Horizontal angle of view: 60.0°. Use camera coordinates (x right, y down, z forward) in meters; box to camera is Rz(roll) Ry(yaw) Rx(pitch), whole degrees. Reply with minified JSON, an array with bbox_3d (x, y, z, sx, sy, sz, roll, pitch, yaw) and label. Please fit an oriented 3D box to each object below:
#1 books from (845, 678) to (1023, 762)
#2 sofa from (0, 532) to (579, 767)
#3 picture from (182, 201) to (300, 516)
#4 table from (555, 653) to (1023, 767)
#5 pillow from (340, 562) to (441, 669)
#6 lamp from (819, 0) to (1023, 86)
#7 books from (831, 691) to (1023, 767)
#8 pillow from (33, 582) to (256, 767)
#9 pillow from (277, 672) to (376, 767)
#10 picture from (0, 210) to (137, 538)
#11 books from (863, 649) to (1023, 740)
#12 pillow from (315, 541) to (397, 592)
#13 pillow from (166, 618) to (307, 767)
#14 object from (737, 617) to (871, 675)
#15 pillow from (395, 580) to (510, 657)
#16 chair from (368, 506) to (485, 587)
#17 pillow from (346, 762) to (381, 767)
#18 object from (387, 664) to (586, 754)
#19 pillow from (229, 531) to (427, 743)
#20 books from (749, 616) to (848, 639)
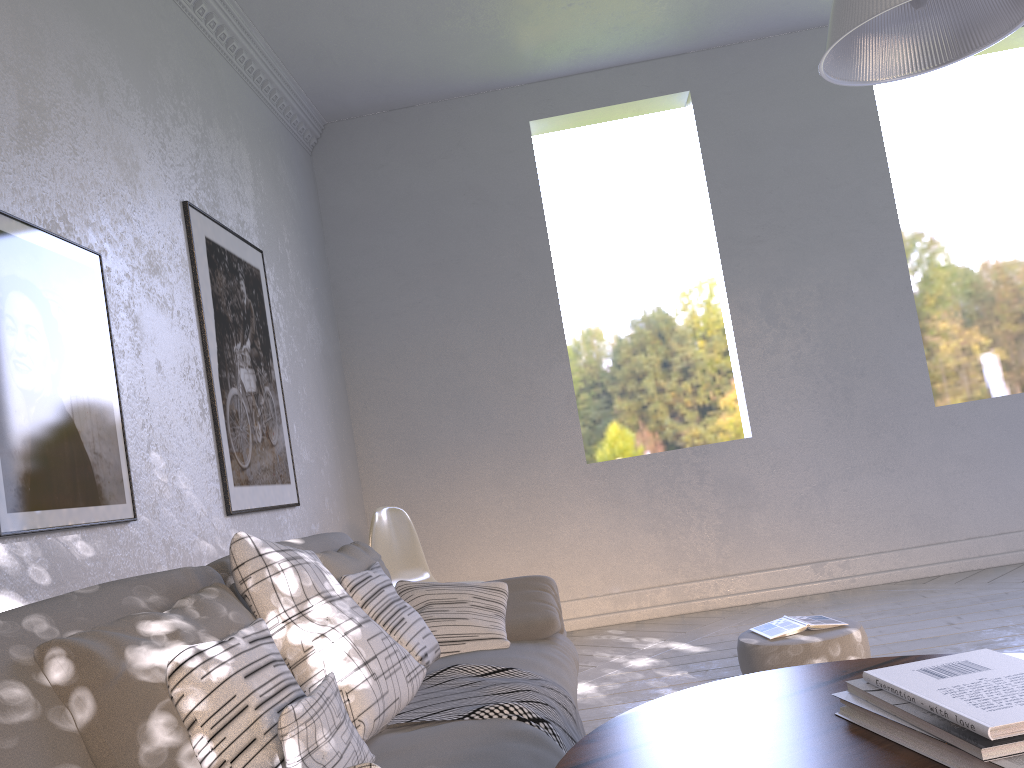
[{"bbox_3d":[0.422,0.291,0.809,0.135,0.010,0.241,-9,-6,-5],"label":"books"},{"bbox_3d":[-0.281,0.612,1.550,0.765,0.680,1.871,-10,-6,4],"label":"sofa"},{"bbox_3d":[-0.883,-0.053,2.948,0.019,0.954,0.630,-10,-4,4],"label":"picture"},{"bbox_3d":[0.443,0.520,0.676,0.736,0.430,0.955,-7,-6,-26],"label":"table"},{"bbox_3d":[-0.255,0.523,1.944,0.154,0.256,0.314,-10,-5,3],"label":"pillow"},{"bbox_3d":[0.665,-0.881,1.542,0.355,0.581,0.356,-12,-5,31],"label":"lamp"},{"bbox_3d":[0.428,0.305,0.800,0.148,0.021,0.280,-8,-6,-10],"label":"books"},{"bbox_3d":[-0.414,0.442,1.192,0.151,0.312,0.492,-10,-5,4],"label":"pillow"},{"bbox_3d":[-0.248,0.473,1.157,0.070,0.166,0.285,-9,-5,1],"label":"pillow"},{"bbox_3d":[-0.952,-0.017,1.841,0.019,0.637,0.489,-10,-4,4],"label":"picture"},{"bbox_3d":[0.434,0.277,0.808,0.136,0.010,0.215,-9,-6,-5],"label":"books"},{"bbox_3d":[-0.343,0.522,2.046,0.151,0.312,0.492,-10,-5,3],"label":"pillow"},{"bbox_3d":[-0.330,0.448,1.164,0.129,0.268,0.311,-10,-5,8],"label":"pillow"},{"bbox_3d":[0.866,0.795,2.641,0.377,0.134,0.378,-8,-6,-9],"label":"object"},{"bbox_3d":[-0.162,0.589,2.194,0.313,0.220,0.214,-10,-5,2],"label":"pillow"},{"bbox_3d":[-0.292,0.796,3.404,0.416,0.703,0.367,-12,-5,33],"label":"chair"},{"bbox_3d":[-0.204,0.456,0.878,0.310,0.205,0.216,-10,-5,10],"label":"pillow"},{"bbox_3d":[0.257,0.675,1.473,1.502,0.393,0.496,-13,-6,34],"label":"object"},{"bbox_3d":[-0.321,0.428,1.562,0.219,0.384,0.456,-10,-5,6],"label":"pillow"},{"bbox_3d":[0.853,0.717,2.653,0.238,0.024,0.175,-9,-6,-6],"label":"books"}]
